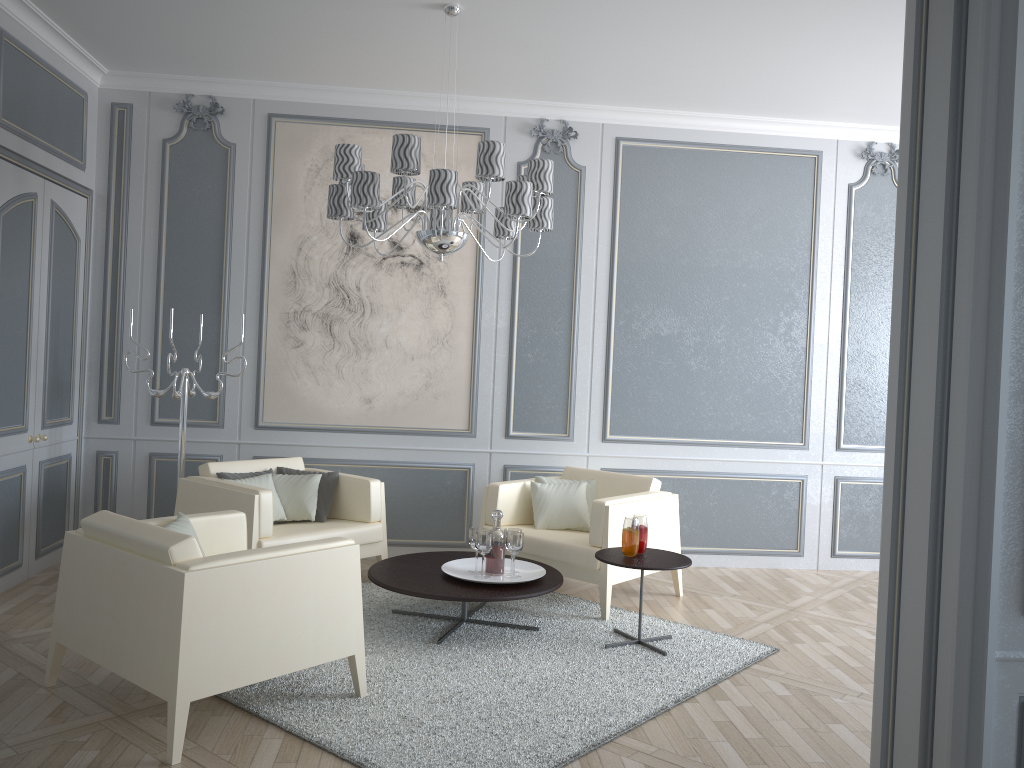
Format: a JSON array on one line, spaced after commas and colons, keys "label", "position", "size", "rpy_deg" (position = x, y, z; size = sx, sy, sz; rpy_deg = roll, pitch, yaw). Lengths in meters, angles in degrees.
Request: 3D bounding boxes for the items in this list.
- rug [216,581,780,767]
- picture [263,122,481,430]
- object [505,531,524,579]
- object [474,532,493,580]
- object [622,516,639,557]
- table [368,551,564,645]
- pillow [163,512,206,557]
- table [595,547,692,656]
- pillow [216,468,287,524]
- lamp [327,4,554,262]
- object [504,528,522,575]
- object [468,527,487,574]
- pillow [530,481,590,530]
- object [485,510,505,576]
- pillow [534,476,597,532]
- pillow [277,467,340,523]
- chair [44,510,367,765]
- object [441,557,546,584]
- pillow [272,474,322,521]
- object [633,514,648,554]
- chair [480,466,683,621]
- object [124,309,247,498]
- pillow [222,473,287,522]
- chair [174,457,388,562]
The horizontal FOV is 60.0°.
[{"label": "rug", "position": [-0.249, 1.090, 3.719], "size": [2.001, 0.010, 2.000], "rpy_deg": [4, 2, 40]}, {"label": "picture", "position": [-0.818, -0.628, 5.228], "size": [1.199, 1.751, 0.001], "rpy_deg": [3, 0, -5]}, {"label": "object", "position": [0.010, 0.761, 3.942], "size": [0.080, 0.196, 0.080], "rpy_deg": [2, 1, -22]}, {"label": "object", "position": [-0.126, 0.756, 3.909], "size": [0.080, 0.196, 0.080], "rpy_deg": [3, 0, -2]}, {"label": "object", "position": [0.512, 0.659, 3.825], "size": [0.075, 0.165, 0.075], "rpy_deg": [2, 1, -16]}, {"label": "table", "position": [-0.213, 0.970, 4.020], "size": [0.882, 0.239, 0.882], "rpy_deg": [2, 1, -8]}, {"label": "pillow", "position": [-1.166, 0.626, 3.139], "size": [0.182, 0.285, 0.360], "rpy_deg": [3, 1, 1]}, {"label": "table", "position": [0.556, 0.936, 3.820], "size": [0.414, 0.385, 0.414], "rpy_deg": [3, 1, 42]}, {"label": "pillow", "position": [-1.333, 0.585, 4.534], "size": [0.184, 0.276, 0.351], "rpy_deg": [3, 1, 41]}, {"label": "lamp", "position": [-0.294, -1.098, 3.904], "size": [0.976, 1.119, 0.977], "rpy_deg": [2, 1, -17]}, {"label": "object", "position": [0.001, 0.759, 4.026], "size": [0.080, 0.196, 0.080], "rpy_deg": [2, 1, -22]}, {"label": "object", "position": [-0.158, 0.752, 4.002], "size": [0.080, 0.196, 0.080], "rpy_deg": [2, 1, -22]}, {"label": "pillow", "position": [0.258, 0.651, 4.745], "size": [0.312, 0.245, 0.163], "rpy_deg": [2, 1, -11]}, {"label": "object", "position": [-0.072, 0.709, 3.984], "size": [0.086, 0.290, 0.086], "rpy_deg": [3, 0, 16]}, {"label": "pillow", "position": [0.293, 0.652, 4.827], "size": [0.351, 0.276, 0.184], "rpy_deg": [3, 1, 1]}, {"label": "pillow", "position": [-1.112, 0.592, 4.697], "size": [0.351, 0.276, 0.184], "rpy_deg": [3, 1, 11]}, {"label": "chair", "position": [-1.049, 0.763, 3.086], "size": [0.855, 0.620, 0.737], "rpy_deg": [3, 1, 40]}, {"label": "object", "position": [-0.082, 0.843, 3.974], "size": [0.468, 0.028, 0.468], "rpy_deg": [3, 1, 7]}, {"label": "pillow", "position": [-1.160, 0.591, 4.623], "size": [0.312, 0.245, 0.163], "rpy_deg": [3, 1, -1]}, {"label": "object", "position": [0.559, 0.660, 3.898], "size": [0.075, 0.165, 0.075], "rpy_deg": [3, 1, 44]}, {"label": "chair", "position": [0.356, 0.789, 4.691], "size": [0.855, 0.620, 0.737], "rpy_deg": [3, 1, 40]}, {"label": "object", "position": [-1.729, 0.314, 4.648], "size": [0.447, 1.386, 0.446], "rpy_deg": [3, 1, 40]}, {"label": "pillow", "position": [-1.293, 0.588, 4.455], "size": [0.163, 0.245, 0.312], "rpy_deg": [3, 1, 29]}, {"label": "chair", "position": [-1.180, 0.723, 4.553], "size": [0.737, 0.620, 0.855], "rpy_deg": [3, 1, 40]}]
